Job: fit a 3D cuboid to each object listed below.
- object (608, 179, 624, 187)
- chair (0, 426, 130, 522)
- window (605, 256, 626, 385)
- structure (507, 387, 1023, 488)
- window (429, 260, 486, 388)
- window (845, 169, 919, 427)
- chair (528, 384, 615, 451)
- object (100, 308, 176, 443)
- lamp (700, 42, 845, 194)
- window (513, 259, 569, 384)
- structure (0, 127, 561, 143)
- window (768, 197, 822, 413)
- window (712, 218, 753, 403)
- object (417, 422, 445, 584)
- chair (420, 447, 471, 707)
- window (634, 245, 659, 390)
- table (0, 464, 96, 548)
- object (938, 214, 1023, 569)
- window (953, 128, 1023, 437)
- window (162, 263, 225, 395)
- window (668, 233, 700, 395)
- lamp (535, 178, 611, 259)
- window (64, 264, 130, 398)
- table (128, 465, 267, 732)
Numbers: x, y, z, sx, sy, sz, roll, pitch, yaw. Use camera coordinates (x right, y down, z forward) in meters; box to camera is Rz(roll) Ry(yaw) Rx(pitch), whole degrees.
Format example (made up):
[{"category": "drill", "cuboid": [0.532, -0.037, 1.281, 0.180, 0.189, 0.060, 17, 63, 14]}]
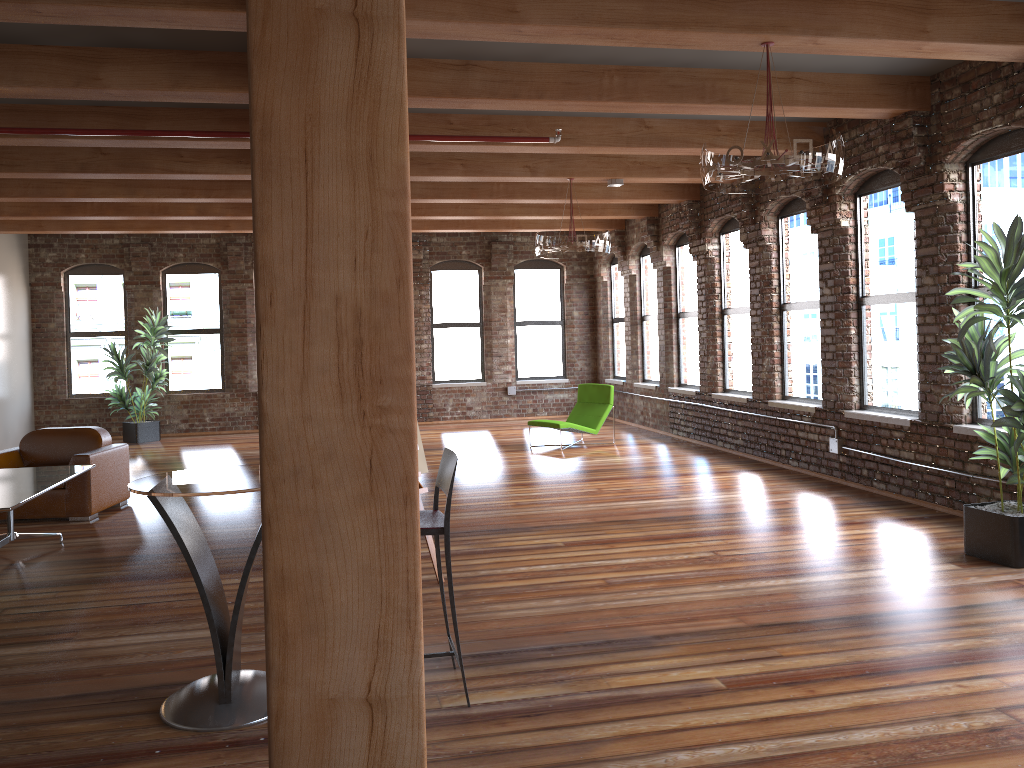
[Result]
[{"category": "object", "cuboid": [1.117, -2.178, 9.564, 0.145, 0.072, 0.147, -2, 3, -11]}, {"category": "chair", "cuboid": [-4.103, 0.789, 7.879, 1.064, 0.735, 0.831, -2, 2, -1]}, {"category": "window", "cuboid": [1.800, -1.117, 14.992, 0.232, 2.214, 0.969, -2, 1, -11]}, {"category": "structure", "cuboid": [2.832, 0.448, 9.388, 1.634, 0.313, 13.715, -3, 3, -18]}, {"category": "window", "cuboid": [-0.962, -1.067, 15.561, 0.968, 2.218, 0.219, -2, 0, -11]}, {"category": "window", "cuboid": [3.265, -0.782, 7.778, 0.232, 2.214, 0.969, -2, 1, -11]}, {"category": "chair", "cuboid": [0.784, 0.419, 11.758, 0.957, 0.796, 0.680, -3, 2, -36]}, {"category": "object", "cuboid": [-5.845, -0.154, 13.829, 1.081, 2.103, 0.966, -2, 1, -33]}, {"category": "lamp", "cuboid": [1.502, -1.581, 5.167, 0.809, 0.814, 0.810, -1, 2, 31]}, {"category": "window", "cuboid": [0.495, -1.124, 15.857, 0.968, 2.218, 0.219, -2, 0, -11]}, {"category": "structure", "cuboid": [-2.934, -1.871, 6.475, 6.810, 0.112, 0.051, -2, 1, -11]}, {"category": "window", "cuboid": [2.975, -0.849, 9.217, 0.236, 2.214, 0.969, -2, 1, -11]}, {"category": "window", "cuboid": [2.680, -0.916, 10.654, 0.230, 2.214, 0.969, -2, 1, -11]}, {"category": "object", "cuboid": [-0.893, 0.133, 5.259, 0.684, 2.140, 0.702, -1, 1, 39]}, {"category": "chair", "cuboid": [-0.448, 0.783, 3.656, 0.467, 0.981, 0.430, -2, 1, -11]}, {"category": "window", "cuboid": [2.097, -1.049, 13.528, 0.231, 2.214, 0.969, -2, 1, -11]}, {"category": "table", "cuboid": [-3.508, 0.963, 5.891, 0.940, 0.560, 1.872, -2, 3, -11]}, {"category": "object", "cuboid": [3.135, 0.027, 5.510, 0.966, 2.103, 1.081, -2, 1, 2]}, {"category": "window", "cuboid": [3.559, -0.715, 6.340, 0.235, 2.214, 0.969, -2, 1, -11]}, {"category": "window", "cuboid": [-5.293, -0.927, 14.749, 0.968, 2.169, 0.086, -2, 0, -11]}, {"category": "window", "cuboid": [2.390, -0.982, 12.089, 0.233, 2.214, 0.969, -2, 1, -11]}, {"category": "lamp", "cuboid": [0.636, -1.779, 9.428, 0.809, 0.814, 0.810, -1, 2, 25]}, {"category": "window", "cuboid": [-6.755, -0.870, 14.452, 0.968, 2.169, 0.086, -2, 0, -11]}, {"category": "table", "cuboid": [-1.156, 0.841, 3.603, 0.721, 0.924, 0.722, -1, 1, 13]}]
